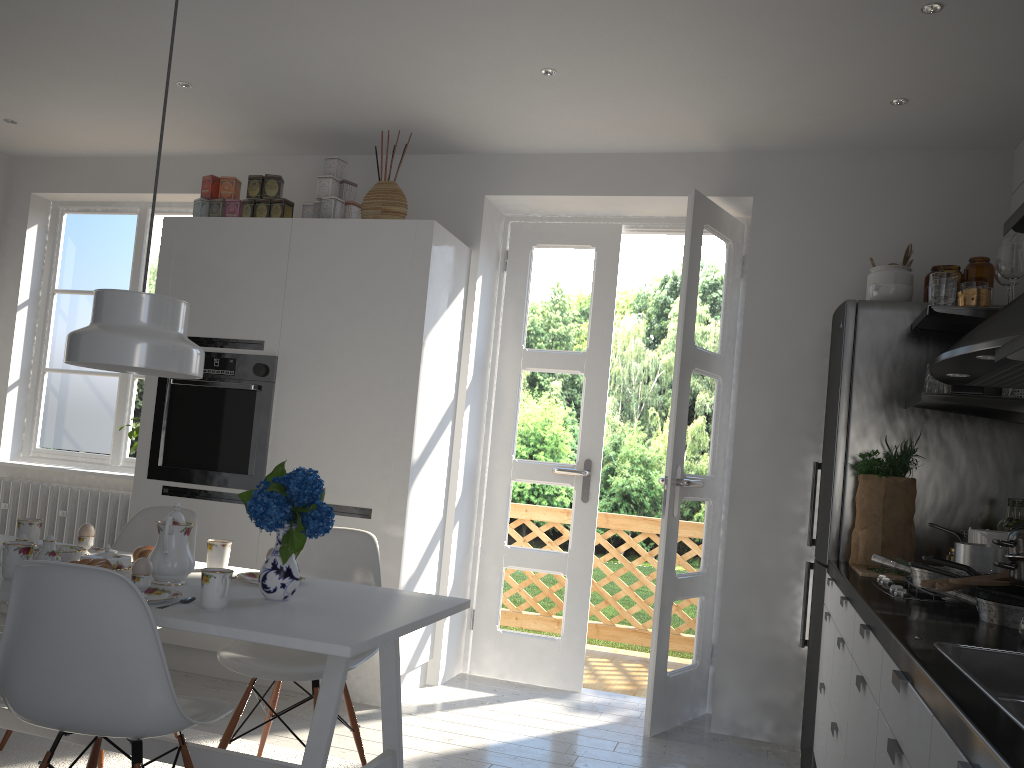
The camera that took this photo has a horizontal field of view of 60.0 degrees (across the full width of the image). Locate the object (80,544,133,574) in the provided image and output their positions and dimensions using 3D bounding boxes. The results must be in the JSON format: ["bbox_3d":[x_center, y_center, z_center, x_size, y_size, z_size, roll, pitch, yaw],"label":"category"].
[{"bbox_3d":[-1.168,0.502,2.551,0.140,0.083,0.187,4,-5,16],"label":"object"}]

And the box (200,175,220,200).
[{"bbox_3d":[-1.440,-0.937,4.259,0.081,0.110,0.081,3,-4,36],"label":"box"}]

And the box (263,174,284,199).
[{"bbox_3d":[-1.118,-0.916,4.154,0.081,0.110,0.081,6,-4,-4],"label":"box"}]

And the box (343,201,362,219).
[{"bbox_3d":[-0.745,-0.777,4.085,0.081,0.110,0.081,3,-4,31],"label":"box"}]

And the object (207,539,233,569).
[{"bbox_3d":[-0.930,0.539,2.788,0.091,0.095,0.078,4,-4,15],"label":"object"}]

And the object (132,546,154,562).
[{"bbox_3d":[-1.099,0.529,2.723,0.124,0.057,0.161,7,-5,-19],"label":"object"}]

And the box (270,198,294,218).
[{"bbox_3d":[-1.075,-0.803,4.142,0.081,0.110,0.081,4,-4,26],"label":"box"}]

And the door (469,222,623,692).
[{"bbox_3d":[0.164,0.334,4.488,0.601,2.322,0.157,4,-3,16],"label":"door"}]

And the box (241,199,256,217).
[{"bbox_3d":[-1.229,-0.812,4.201,0.081,0.110,0.081,3,-4,31],"label":"box"}]

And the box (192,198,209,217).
[{"bbox_3d":[-1.486,-0.829,4.269,0.081,0.110,0.081,9,-5,-44],"label":"box"}]

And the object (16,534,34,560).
[{"bbox_3d":[-1.363,0.467,2.461,0.065,0.102,0.069,4,-4,16],"label":"object"}]

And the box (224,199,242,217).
[{"bbox_3d":[-1.320,-0.817,4.231,0.081,0.110,0.081,5,-4,11],"label":"box"}]

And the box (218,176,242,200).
[{"bbox_3d":[-1.353,-0.929,4.250,0.081,0.110,0.081,5,-4,6],"label":"box"}]

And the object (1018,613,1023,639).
[{"bbox_3d":[1.014,0.426,1.695,0.069,0.135,0.069,5,-3,-4],"label":"object"}]

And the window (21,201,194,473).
[{"bbox_3d":[-2.166,-0.264,4.998,1.285,1.560,0.116,4,-3,16],"label":"window"}]

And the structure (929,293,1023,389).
[{"bbox_3d":[1.445,-0.576,2.423,0.472,1.090,0.871,4,-4,16],"label":"structure"}]

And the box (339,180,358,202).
[{"bbox_3d":[-0.780,-0.886,4.141,0.081,0.110,0.081,2,-5,41],"label":"box"}]

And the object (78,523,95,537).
[{"bbox_3d":[-1.369,0.480,2.852,0.048,0.063,0.048,4,-4,20],"label":"object"}]

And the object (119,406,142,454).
[{"bbox_3d":[-1.893,0.235,4.744,0.374,0.529,0.328,5,-3,7],"label":"object"}]

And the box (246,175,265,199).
[{"bbox_3d":[-1.197,-0.920,4.184,0.081,0.110,0.081,4,-4,16],"label":"box"}]

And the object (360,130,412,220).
[{"bbox_3d":[-0.562,-0.911,3.980,0.229,0.451,0.091,4,-3,17],"label":"object"}]

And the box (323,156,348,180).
[{"bbox_3d":[-0.827,-1.000,4.146,0.081,0.110,0.081,4,-4,26],"label":"box"}]

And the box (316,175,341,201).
[{"bbox_3d":[-0.847,-0.897,4.084,0.081,0.110,0.081,4,-4,21],"label":"box"}]

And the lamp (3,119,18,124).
[{"bbox_3d":[-2.542,-1.342,4.494,0.064,0.030,0.064,5,-5,9],"label":"lamp"}]

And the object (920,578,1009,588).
[{"bbox_3d":[1.041,0.437,1.981,0.335,0.044,0.064,7,-5,-17],"label":"object"}]

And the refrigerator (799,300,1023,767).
[{"bbox_3d":[1.522,0.631,3.427,0.693,1.797,0.578,4,-3,16],"label":"refrigerator"}]

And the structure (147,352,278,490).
[{"bbox_3d":[-1.283,0.175,4.147,0.726,0.608,0.322,4,-3,16],"label":"structure"}]

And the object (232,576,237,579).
[{"bbox_3d":[-0.826,0.582,2.693,0.032,0.011,0.140,4,-5,19],"label":"object"}]

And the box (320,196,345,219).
[{"bbox_3d":[-0.817,-0.789,4.032,0.081,0.110,0.081,3,-4,31],"label":"box"}]

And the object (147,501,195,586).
[{"bbox_3d":[-0.949,0.442,2.478,0.140,0.230,0.149,3,-4,34],"label":"object"}]

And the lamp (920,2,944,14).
[{"bbox_3d":[1.274,-1.150,2.686,0.064,0.030,0.064,5,-5,9],"label":"lamp"}]

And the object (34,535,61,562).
[{"bbox_3d":[-1.305,0.475,2.494,0.065,0.102,0.069,4,-4,16],"label":"object"}]

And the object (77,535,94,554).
[{"bbox_3d":[-1.373,0.517,2.850,0.048,0.057,0.048,8,-4,-33],"label":"object"}]

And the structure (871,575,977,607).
[{"bbox_3d":[1.244,0.563,2.394,0.490,0.029,0.469,4,-5,16],"label":"structure"}]

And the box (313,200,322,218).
[{"bbox_3d":[-0.868,-0.787,4.108,0.081,0.110,0.081,3,-4,31],"label":"box"}]

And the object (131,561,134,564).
[{"bbox_3d":[-1.084,0.559,2.719,0.158,0.016,0.158,6,-5,-14],"label":"object"}]

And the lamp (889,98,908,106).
[{"bbox_3d":[1.459,-1.075,3.342,0.064,0.030,0.064,5,-5,9],"label":"lamp"}]

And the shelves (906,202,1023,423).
[{"bbox_3d":[1.301,-0.254,1.930,0.426,0.511,2.548,4,-5,16],"label":"shelves"}]

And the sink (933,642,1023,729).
[{"bbox_3d":[0.868,0.484,1.141,0.487,0.111,0.768,4,-5,16],"label":"sink"}]

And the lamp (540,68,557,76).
[{"bbox_3d":[0.140,-1.194,3.366,0.064,0.030,0.064,5,-5,9],"label":"lamp"}]

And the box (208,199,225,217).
[{"bbox_3d":[-1.402,-0.823,4.251,0.081,0.110,0.081,4,-4,21],"label":"box"}]

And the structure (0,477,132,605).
[{"bbox_3d":[-2.760,0.897,4.846,2.099,0.759,0.175,4,-3,16],"label":"structure"}]

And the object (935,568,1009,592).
[{"bbox_3d":[1.049,0.430,1.967,0.335,0.060,0.059,8,-5,-26],"label":"object"}]

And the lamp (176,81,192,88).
[{"bbox_3d":[-1.409,-1.297,3.813,0.064,0.030,0.064,5,-5,9],"label":"lamp"}]

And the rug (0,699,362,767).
[{"bbox_3d":[-1.211,1.202,2.520,2.307,0.004,1.431,4,-5,16],"label":"rug"}]

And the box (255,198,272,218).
[{"bbox_3d":[-1.156,-0.808,4.169,0.081,0.110,0.081,4,-4,16],"label":"box"}]

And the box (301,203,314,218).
[{"bbox_3d":[-0.938,-0.788,4.169,0.081,0.110,0.081,4,-4,16],"label":"box"}]

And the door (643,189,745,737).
[{"bbox_3d":[0.839,0.353,3.999,0.156,2.322,0.604,3,-4,36],"label":"door"}]

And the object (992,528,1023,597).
[{"bbox_3d":[1.143,0.378,1.871,0.197,0.159,0.190,7,-4,-23],"label":"object"}]

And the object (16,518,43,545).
[{"bbox_3d":[-1.575,0.489,2.892,0.078,0.095,0.091,5,-4,3],"label":"object"}]

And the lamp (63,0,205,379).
[{"bbox_3d":[-1.037,-0.695,2.612,0.374,1.320,0.373,8,-4,-42],"label":"lamp"}]

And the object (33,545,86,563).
[{"bbox_3d":[-1.346,0.504,2.613,0.158,0.058,0.158,5,-5,6],"label":"object"}]

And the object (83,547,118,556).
[{"bbox_3d":[-1.375,0.543,2.849,0.201,0.016,0.201,8,-6,-29],"label":"object"}]
